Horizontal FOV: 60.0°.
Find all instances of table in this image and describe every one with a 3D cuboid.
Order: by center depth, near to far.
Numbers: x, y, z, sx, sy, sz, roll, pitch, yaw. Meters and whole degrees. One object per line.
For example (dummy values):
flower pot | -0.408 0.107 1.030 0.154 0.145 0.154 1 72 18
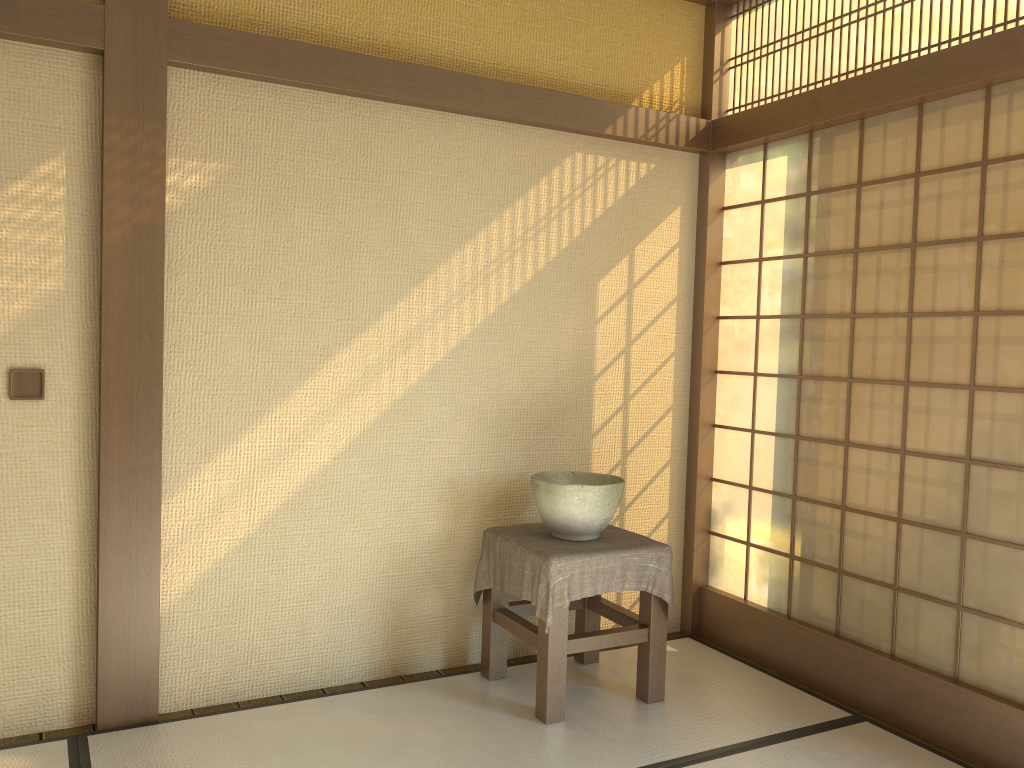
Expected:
table | 0.228 0.876 3.416 0.629 0.595 0.633 0 3 -29

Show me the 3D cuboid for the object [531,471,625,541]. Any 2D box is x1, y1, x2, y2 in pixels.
object | 0.248 0.469 3.386 0.358 0.230 0.357 3 3 31
